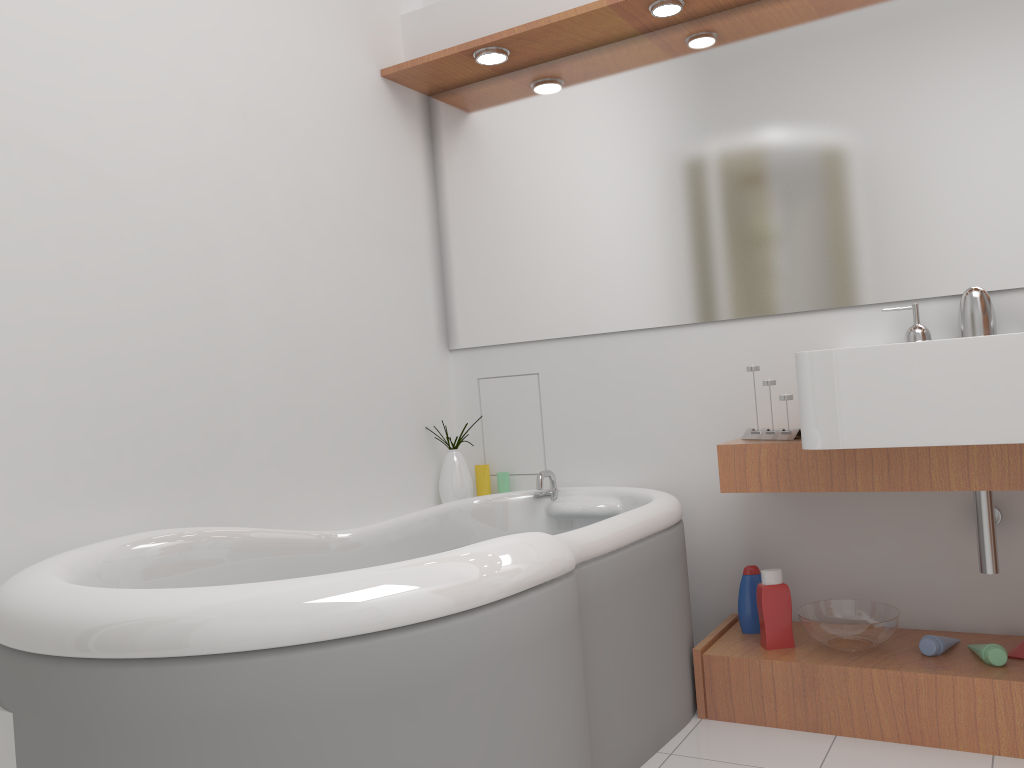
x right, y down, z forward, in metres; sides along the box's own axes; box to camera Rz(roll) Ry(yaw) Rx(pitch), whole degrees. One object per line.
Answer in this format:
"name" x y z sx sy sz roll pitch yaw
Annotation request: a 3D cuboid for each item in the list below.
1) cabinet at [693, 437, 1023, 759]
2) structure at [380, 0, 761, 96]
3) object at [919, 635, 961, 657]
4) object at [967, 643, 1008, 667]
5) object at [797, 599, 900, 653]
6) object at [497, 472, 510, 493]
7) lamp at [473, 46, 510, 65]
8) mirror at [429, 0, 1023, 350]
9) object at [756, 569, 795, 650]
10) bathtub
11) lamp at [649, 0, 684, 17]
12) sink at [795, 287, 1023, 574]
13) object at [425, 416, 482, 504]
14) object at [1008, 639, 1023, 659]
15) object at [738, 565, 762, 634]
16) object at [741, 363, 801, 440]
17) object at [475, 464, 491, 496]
"cabinet" 1.248 0.457 2.043 1.635 0.719 0.355 -5 0 30
"structure" 0.735 -1.204 2.335 2.606 0.240 0.287 -5 0 30
"object" 1.061 0.634 2.202 0.059 0.052 0.187 -5 0 42
"object" 1.134 0.627 2.115 0.059 0.052 0.187 -5 0 14
"object" 0.859 0.625 2.262 0.245 0.090 0.245 -5 0 2
"object" -0.026 0.361 2.959 0.038 0.133 0.038 -4 0 -26
"lamp" -0.063 -1.012 2.735 0.113 0.021 0.113 -5 0 2
"mirror" 0.848 -0.651 2.444 2.600 0.887 0.022 -5 0 30
"object" 0.683 0.586 2.306 0.079 0.207 0.046 -5 0 -5
"bathtub" -0.180 0.602 2.030 1.055 0.674 1.863 -5 0 30
"lamp" 0.432 -1.052 2.479 0.098 0.018 0.098 -4 0 -39
"sink" 1.054 0.105 2.038 0.657 0.673 0.552 -5 0 30
"object" -0.174 0.275 2.917 0.215 0.326 0.154 -4 0 -29
"object" 1.224 0.633 2.119 0.133 0.037 0.042 -4 0 -41
"object" 0.668 0.596 2.449 0.092 0.190 0.044 -5 0 -3
"object" 0.676 0.043 2.316 0.059 0.203 0.182 -4 0 -29
"object" -0.096 0.355 3.000 0.047 0.162 0.047 -4 0 -33
